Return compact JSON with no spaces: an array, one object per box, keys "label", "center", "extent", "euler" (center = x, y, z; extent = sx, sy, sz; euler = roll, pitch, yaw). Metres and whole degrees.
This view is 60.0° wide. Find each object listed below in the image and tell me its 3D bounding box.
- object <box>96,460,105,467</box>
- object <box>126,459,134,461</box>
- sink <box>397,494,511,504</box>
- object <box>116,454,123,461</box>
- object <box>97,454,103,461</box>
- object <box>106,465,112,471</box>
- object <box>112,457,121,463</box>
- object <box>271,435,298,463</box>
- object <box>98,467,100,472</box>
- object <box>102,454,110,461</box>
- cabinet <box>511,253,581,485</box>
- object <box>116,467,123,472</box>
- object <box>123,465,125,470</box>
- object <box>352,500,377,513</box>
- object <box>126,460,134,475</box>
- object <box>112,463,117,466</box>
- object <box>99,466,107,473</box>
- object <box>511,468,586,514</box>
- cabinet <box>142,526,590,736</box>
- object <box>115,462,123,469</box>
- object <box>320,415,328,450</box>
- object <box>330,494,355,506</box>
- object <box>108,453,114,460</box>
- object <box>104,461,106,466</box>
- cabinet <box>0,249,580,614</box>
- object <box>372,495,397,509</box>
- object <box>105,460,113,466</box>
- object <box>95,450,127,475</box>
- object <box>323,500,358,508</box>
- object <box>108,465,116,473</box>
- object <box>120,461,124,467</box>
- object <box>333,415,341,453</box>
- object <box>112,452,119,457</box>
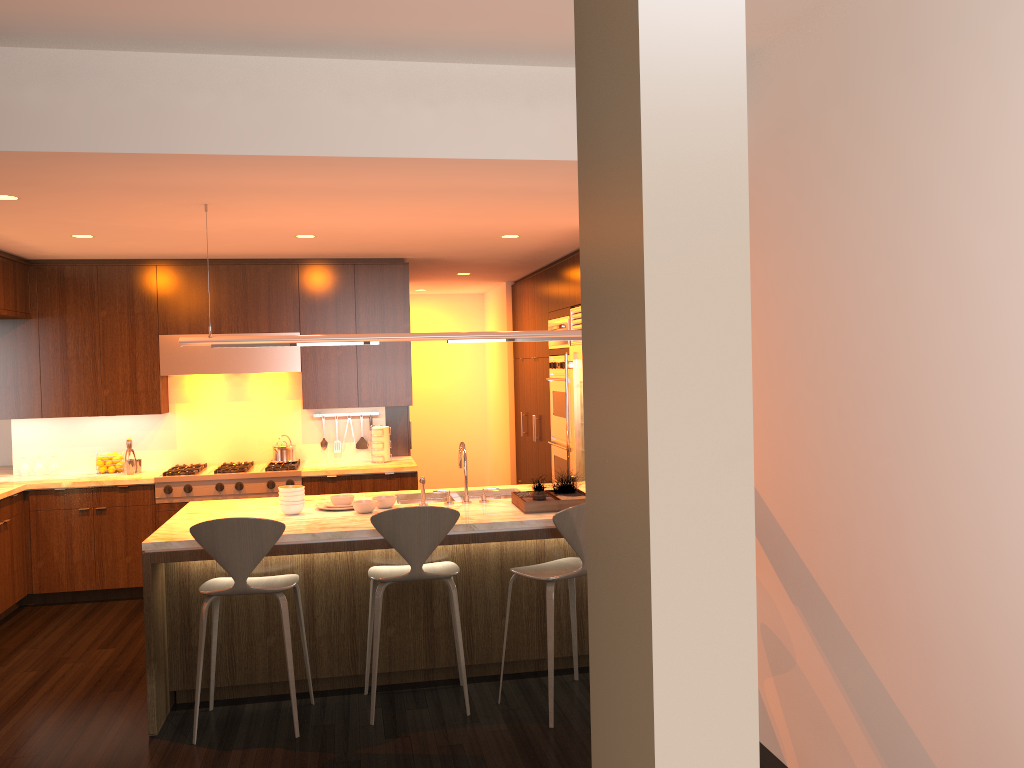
[{"label":"object","center":[-3.238,0.625,6.975],"extent":[0.063,0.051,0.053],"euler":[-2,1,-9]},{"label":"object","center":[-3.017,0.649,7.007],"extent":[0.060,0.106,0.060],"euler":[-1,1,22]},{"label":"sink","center":[-0.308,0.798,5.340],"extent":[0.813,0.176,0.457],"euler":[-2,1,-10]},{"label":"object","center":[-3.132,0.588,7.076],"extent":[0.063,0.053,0.051],"euler":[0,2,35]},{"label":"object","center":[-3.248,0.585,7.002],"extent":[0.057,0.060,0.052],"euler":[-1,1,11]},{"label":"object","center":[-3.190,0.669,7.038],"extent":[0.052,0.060,0.057],"euler":[-1,2,28]},{"label":"object","center":[-3.132,0.601,7.018],"extent":[0.053,0.052,0.061],"euler":[0,2,36]},{"label":"object","center":[-1.871,0.526,7.283],"extent":[0.221,0.218,0.221],"euler":[-2,2,-26]},{"label":"object","center":[-3.249,0.677,7.030],"extent":[0.061,0.053,0.053],"euler":[-2,2,-25]},{"label":"object","center":[-3.199,0.580,6.984],"extent":[0.063,0.051,0.053],"euler":[-2,1,-20]},{"label":"cabinet","center":[0.681,0.231,7.871],"extent":[0.690,2.540,3.924],"euler":[-2,1,-10]},{"label":"object","center":[-3.121,0.674,7.047],"extent":[0.063,0.053,0.051],"euler":[-1,2,31]},{"label":"object","center":[-3.137,0.673,7.132],"extent":[0.053,0.052,0.062],"euler":[-2,2,-28]},{"label":"object","center":[-0.799,0.668,4.812],"extent":[0.139,0.059,0.138],"euler":[-1,1,15]},{"label":"object","center":[-2.970,0.650,6.898],"extent":[0.060,0.106,0.060],"euler":[-1,1,22]},{"label":"object","center":[-3.152,0.636,7.060],"extent":[0.062,0.053,0.051],"euler":[-1,2,31]},{"label":"object","center":[-3.218,0.671,6.981],"extent":[0.052,0.057,0.060],"euler":[-1,2,24]},{"label":"object","center":[0.265,0.552,4.918],"extent":[0.497,0.231,0.503],"euler":[-2,1,-10]},{"label":"cabinet","center":[-0.493,1.162,5.010],"extent":[2.713,0.876,1.281],"euler":[-2,1,-10]},{"label":"object","center":[-3.106,0.647,7.008],"extent":[0.052,0.054,0.061],"euler":[-1,1,0]},{"label":"object","center":[-1.579,0.409,7.441],"extent":[0.061,0.296,0.020],"euler":[-2,1,-12]},{"label":"object","center":[-0.957,0.662,5.007],"extent":[0.139,0.059,0.138],"euler":[-1,1,15]},{"label":"object","center":[-3.195,0.575,7.043],"extent":[0.063,0.053,0.051],"euler":[-1,2,24]},{"label":"object","center":[-3.224,0.621,7.031],"extent":[0.051,0.053,0.064],"euler":[-1,2,25]},{"label":"cabinet","center":[-1.353,0.109,5.557],"extent":[5.521,2.997,7.728],"euler":[-2,1,-10]},{"label":"object","center":[-0.713,0.662,4.959],"extent":[0.139,0.059,0.138],"euler":[-1,1,15]},{"label":"object","center":[-3.180,0.624,6.996],"extent":[0.052,0.053,0.062],"euler":[-2,1,-6]},{"label":"object","center":[-3.190,0.618,7.054],"extent":[0.207,0.175,0.189],"euler":[-2,1,-12]},{"label":"object","center":[-0.957,0.683,5.007],"extent":[0.217,0.025,0.216],"euler":[-1,1,7]},{"label":"object","center":[-3.161,0.675,7.005],"extent":[0.074,0.063,0.064],"euler":[0,2,43]},{"label":"object","center":[-3.125,0.638,7.075],"extent":[0.051,0.055,0.061],"euler":[-1,1,2]},{"label":"object","center":[-1.474,0.422,7.464],"extent":[0.066,0.314,0.004],"euler":[-2,1,-10]},{"label":"object","center":[-3.183,0.575,7.119],"extent":[0.059,0.060,0.050],"euler":[-1,1,22]}]
